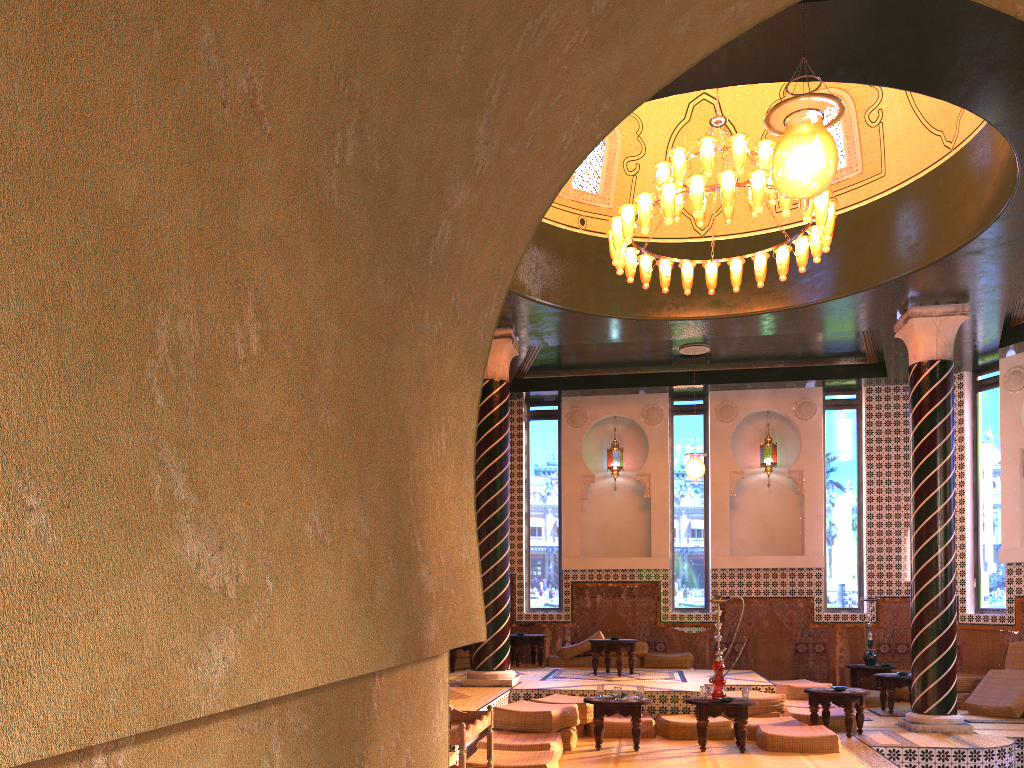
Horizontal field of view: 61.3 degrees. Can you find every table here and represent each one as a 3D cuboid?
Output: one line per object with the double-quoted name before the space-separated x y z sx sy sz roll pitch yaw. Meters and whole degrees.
"table" 0.264 5.141 16.649 0.843 0.583 0.856 -5 -11 27
"table" -0.856 4.717 14.940 0.839 0.583 0.859 -3 -10 14
"table" 4.320 4.363 11.472 0.849 0.583 0.849 -10 -14 44
"table" 2.502 4.073 10.328 0.842 0.583 0.857 5 -11 -26
"table" 1.713 4.620 14.584 0.841 0.583 0.858 -4 -11 21
"table" 6.165 4.902 13.649 0.842 0.583 0.857 5 -11 -26
"table" 6.462 5.377 15.568 0.840 0.583 0.859 -3 -10 18
"table" 1.285 4.111 10.465 0.838 0.583 0.861 0 -10 0

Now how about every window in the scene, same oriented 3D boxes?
"window" 6.297 2.380 16.504 0.774 3.978 0.091 0 -1 9
"window" 3.474 2.499 16.953 0.774 3.978 0.091 0 -1 9
"window" 2.397 -3.707 9.705 5.830 1.150 5.576 -13 -19 43
"window" 0.651 2.618 17.401 0.774 3.978 0.091 0 -1 9
"window" 8.302 1.970 14.880 0.091 3.978 0.778 0 -1 -21

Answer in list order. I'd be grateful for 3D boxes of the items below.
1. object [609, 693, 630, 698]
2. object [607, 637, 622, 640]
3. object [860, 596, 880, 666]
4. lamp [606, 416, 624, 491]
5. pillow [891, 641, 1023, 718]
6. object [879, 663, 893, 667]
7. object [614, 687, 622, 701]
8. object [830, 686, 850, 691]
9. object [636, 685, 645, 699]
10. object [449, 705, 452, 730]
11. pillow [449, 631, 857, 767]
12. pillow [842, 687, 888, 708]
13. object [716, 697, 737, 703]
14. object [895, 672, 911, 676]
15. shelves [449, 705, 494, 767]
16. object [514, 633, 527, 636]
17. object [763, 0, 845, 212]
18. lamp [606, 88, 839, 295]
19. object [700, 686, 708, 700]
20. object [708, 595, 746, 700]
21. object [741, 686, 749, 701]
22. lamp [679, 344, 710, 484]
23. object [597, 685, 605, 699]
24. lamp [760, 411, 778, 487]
"object" 1.311 3.815 10.552 0.253 0.045 0.255 10 -17 -35
"object" 1.736 4.300 14.582 0.252 0.045 0.257 -6 -15 23
"object" 6.418 4.452 15.559 0.465 1.247 0.302 2 -3 -45
"lamp" 2.058 1.365 17.232 0.325 1.556 0.362 -1 -2 42
"pillow" 8.006 4.534 13.201 1.408 1.176 5.896 3 -14 -21
"object" 6.658 5.009 15.377 0.252 0.045 0.257 -6 -15 23
"object" 1.262 3.688 10.280 0.092 0.162 0.093 1 -4 -13
"object" 4.324 4.021 11.384 0.250 0.045 0.258 1 -14 -6
"object" 1.554 3.726 10.435 0.092 0.162 0.093 1 -4 -13
"object" -0.644 2.084 6.666 0.463 1.247 0.300 -1 -2 17
"pillow" -0.189 4.309 12.338 10.039 1.252 10.204 -2 -14 9
"pillow" 5.878 5.394 14.815 0.977 0.275 0.972 5 -14 -20
"object" 2.509 3.700 10.102 0.253 0.045 0.255 10 -17 -35
"object" 6.160 4.566 13.596 0.252 0.045 0.257 -6 -15 23
"shelves" -0.575 3.247 6.845 0.746 1.278 1.211 -1 -7 10
"object" 0.160 4.790 16.529 0.252 0.045 0.257 -6 -15 23
"object" 1.476 -2.020 4.391 0.519 2.305 0.522 0 -2 -2
"lamp" 2.284 -3.678 9.590 2.473 4.579 2.503 -1 -4 17
"object" 2.300 3.703 10.347 0.092 0.162 0.093 -1 -4 11
"object" 2.552 3.150 10.324 0.464 1.246 0.302 -1 -2 25
"object" 2.774 3.683 10.272 0.092 0.162 0.093 1 -4 -13
"lamp" 3.110 0.543 14.673 0.519 2.305 0.522 0 -2 -2
"object" 1.080 3.746 10.510 0.092 0.162 0.093 3 -5 -33
"lamp" 4.988 1.247 16.787 0.362 1.556 0.325 -2 -2 42
